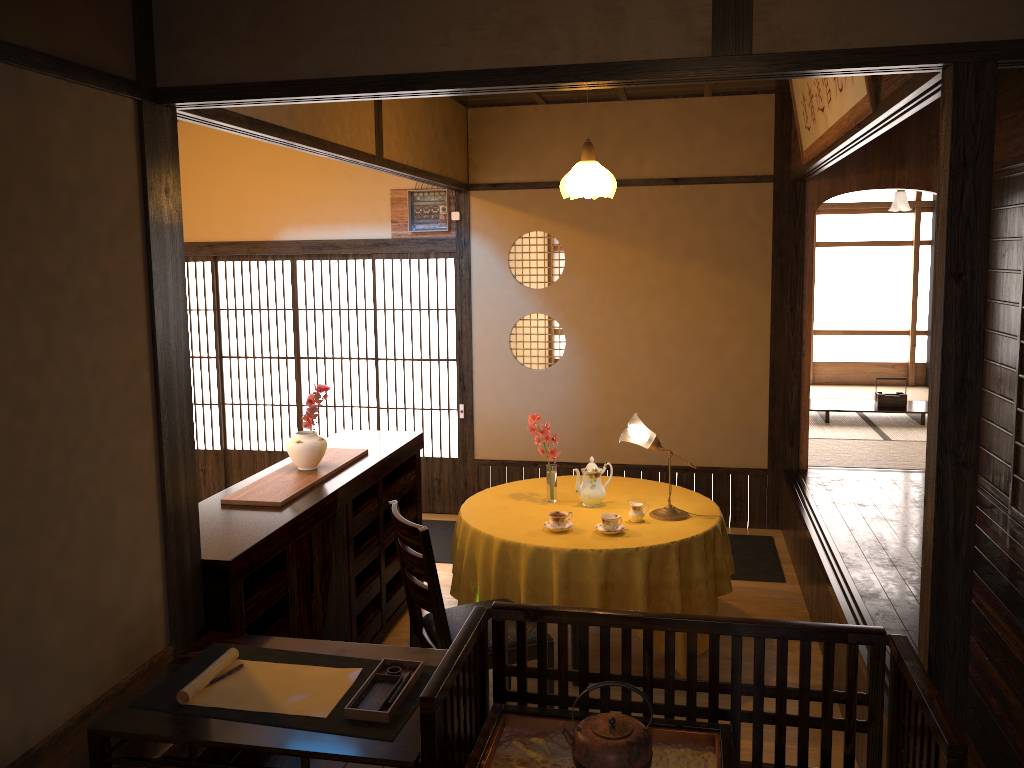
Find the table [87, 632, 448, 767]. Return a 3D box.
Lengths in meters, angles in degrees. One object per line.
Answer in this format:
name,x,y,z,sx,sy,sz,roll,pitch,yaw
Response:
table,-0.603,1.015,2.503,0.880,0.335,0.602,1,8,11

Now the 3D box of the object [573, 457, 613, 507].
object,0.415,0.493,4.531,0.163,0.252,0.154,2,8,24

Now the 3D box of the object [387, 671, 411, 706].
object,-0.310,0.837,2.437,0.012,0.012,0.181,1,8,11

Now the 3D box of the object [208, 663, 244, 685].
object,-0.820,0.833,2.547,0.012,0.010,0.141,3,9,26

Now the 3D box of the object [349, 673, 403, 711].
object,-0.367,0.840,2.395,0.082,0.019,0.201,1,8,12

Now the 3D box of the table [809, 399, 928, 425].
table,3.278,0.252,8.155,1.200,0.118,0.602,1,8,11

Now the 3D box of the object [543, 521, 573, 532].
object,0.215,0.668,4.139,0.144,0.024,0.144,-5,9,-28

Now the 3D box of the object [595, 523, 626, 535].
object,0.453,0.672,4.091,0.144,0.024,0.144,-5,9,-28

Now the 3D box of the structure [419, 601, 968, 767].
structure,0.430,0.950,2.291,1.197,0.498,0.600,1,8,11

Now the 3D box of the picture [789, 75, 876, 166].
picture,1.453,-1.409,4.166,0.117,0.563,2.051,1,8,11

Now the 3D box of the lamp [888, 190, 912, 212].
lamp,3.459,-1.937,7.867,0.196,0.795,0.226,2,7,19

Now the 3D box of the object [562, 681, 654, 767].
object,0.245,0.831,2.166,0.198,0.215,0.198,-7,10,-39

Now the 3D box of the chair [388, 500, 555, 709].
chair,-0.184,0.973,3.659,0.578,0.957,0.492,-4,8,-23

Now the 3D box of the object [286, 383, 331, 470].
object,-0.939,0.198,4.200,0.189,0.376,0.322,2,8,20

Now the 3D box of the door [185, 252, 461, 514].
door,-1.686,-0.016,6.983,2.648,1.994,0.066,1,7,11

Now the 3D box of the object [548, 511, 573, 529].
object,0.218,0.636,4.132,0.099,0.075,0.090,5,9,36

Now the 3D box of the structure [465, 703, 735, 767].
structure,0.222,1.067,2.198,0.666,0.299,0.454,1,8,11

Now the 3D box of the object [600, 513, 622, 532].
object,0.453,0.640,4.083,0.090,0.075,0.099,-1,8,-4

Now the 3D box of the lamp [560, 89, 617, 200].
lamp,0.368,-1.306,4.297,0.250,0.807,0.277,4,8,33

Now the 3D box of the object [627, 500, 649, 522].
object,0.602,0.609,4.257,0.083,0.097,0.078,-3,8,-19

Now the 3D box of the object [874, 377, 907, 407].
object,3.460,0.069,8.096,0.260,0.257,0.151,1,7,11

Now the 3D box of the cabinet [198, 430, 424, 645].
cabinet,-0.957,0.908,4.122,0.489,0.967,2.193,1,8,11

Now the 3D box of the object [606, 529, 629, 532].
object,0.470,0.670,4.041,0.126,0.019,0.029,1,8,15

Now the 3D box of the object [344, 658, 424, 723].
object,-0.346,0.836,2.432,0.121,0.028,0.296,1,8,12

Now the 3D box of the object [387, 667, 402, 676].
object,-0.334,0.821,2.517,0.040,0.021,0.040,-5,9,-26

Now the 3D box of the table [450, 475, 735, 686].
table,0.396,0.968,4.542,1.444,0.693,1.448,1,8,12

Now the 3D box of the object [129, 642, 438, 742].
object,-0.614,0.847,2.485,0.761,0.003,0.406,1,9,14

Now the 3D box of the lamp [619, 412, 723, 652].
lamp,0.778,0.735,4.351,0.512,1.199,0.198,1,7,12

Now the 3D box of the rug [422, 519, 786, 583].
rug,0.284,1.102,6.031,2.955,0.005,0.905,1,8,11

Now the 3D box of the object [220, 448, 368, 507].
object,-0.967,0.413,4.097,0.267,0.020,1.001,1,8,11

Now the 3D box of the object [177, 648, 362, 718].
object,-0.668,0.828,2.480,0.430,0.038,0.276,1,8,11
